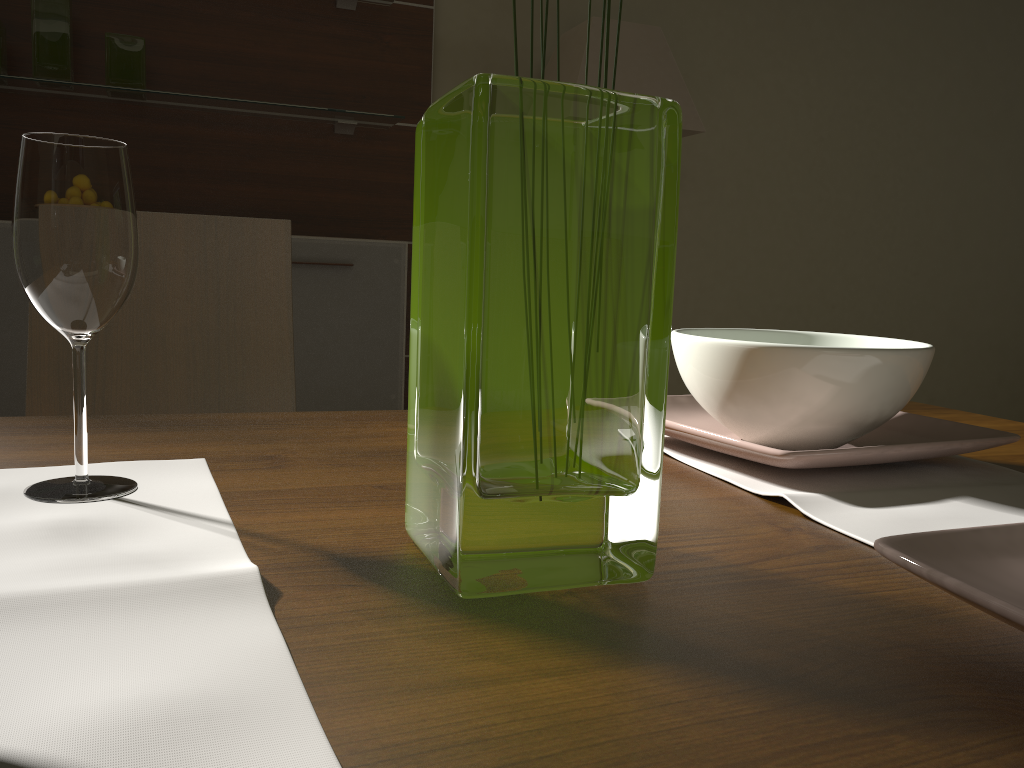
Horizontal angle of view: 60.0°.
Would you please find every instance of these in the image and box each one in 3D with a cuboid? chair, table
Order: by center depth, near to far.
[{"bbox_3d":[0.081,0.486,0.621,1.411,0.790,1.000,0,8,-21],"label":"table"},{"bbox_3d":[-0.439,0.286,1.133,0.404,1.017,0.507,0,8,-21],"label":"chair"}]

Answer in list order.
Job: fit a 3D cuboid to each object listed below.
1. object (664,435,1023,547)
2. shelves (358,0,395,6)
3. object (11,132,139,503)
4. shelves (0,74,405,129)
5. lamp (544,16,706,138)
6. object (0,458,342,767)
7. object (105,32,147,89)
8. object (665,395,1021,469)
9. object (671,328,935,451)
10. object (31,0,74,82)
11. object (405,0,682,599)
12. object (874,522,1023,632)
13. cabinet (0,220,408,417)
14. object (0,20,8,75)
[{"bbox_3d":[0.333,0.084,0.687,0.287,0.010,0.589,0,7,-18],"label":"object"},{"bbox_3d":[-1.522,-1.267,2.467,2.463,0.008,0.255,0,8,-21],"label":"shelves"},{"bbox_3d":[-0.287,-0.043,0.588,0.075,0.232,0.075,6,8,28],"label":"object"},{"bbox_3d":[-1.538,-0.862,2.518,2.463,0.008,0.255,0,8,-21],"label":"shelves"},{"bbox_3d":[0.299,-0.323,3.141,0.499,1.782,0.499,0,8,-21],"label":"lamp"},{"bbox_3d":[-0.258,0.098,0.386,0.287,0.010,0.589,-1,8,-24],"label":"object"},{"bbox_3d":[-1.149,-0.947,2.642,0.111,0.160,0.112,0,8,-21],"label":"object"},{"bbox_3d":[0.263,0.046,0.838,0.283,0.033,0.283,-1,8,-27],"label":"object"},{"bbox_3d":[0.264,0.006,0.833,0.233,0.101,0.233,-2,8,-32],"label":"object"},{"bbox_3d":[-1.319,-0.994,2.548,0.099,0.259,0.099,0,8,-21],"label":"object"},{"bbox_3d":[0.013,-0.202,0.468,0.302,0.608,0.304,0,7,-18],"label":"object"},{"bbox_3d":[0.350,0.112,0.355,0.283,0.041,0.283,0,8,-21],"label":"object"},{"bbox_3d":[-1.545,-0.182,2.549,2.463,0.570,0.372,0,8,-21],"label":"cabinet"},{"bbox_3d":[-1.494,-0.943,2.500,0.112,0.160,0.111,0,8,-21],"label":"object"}]
